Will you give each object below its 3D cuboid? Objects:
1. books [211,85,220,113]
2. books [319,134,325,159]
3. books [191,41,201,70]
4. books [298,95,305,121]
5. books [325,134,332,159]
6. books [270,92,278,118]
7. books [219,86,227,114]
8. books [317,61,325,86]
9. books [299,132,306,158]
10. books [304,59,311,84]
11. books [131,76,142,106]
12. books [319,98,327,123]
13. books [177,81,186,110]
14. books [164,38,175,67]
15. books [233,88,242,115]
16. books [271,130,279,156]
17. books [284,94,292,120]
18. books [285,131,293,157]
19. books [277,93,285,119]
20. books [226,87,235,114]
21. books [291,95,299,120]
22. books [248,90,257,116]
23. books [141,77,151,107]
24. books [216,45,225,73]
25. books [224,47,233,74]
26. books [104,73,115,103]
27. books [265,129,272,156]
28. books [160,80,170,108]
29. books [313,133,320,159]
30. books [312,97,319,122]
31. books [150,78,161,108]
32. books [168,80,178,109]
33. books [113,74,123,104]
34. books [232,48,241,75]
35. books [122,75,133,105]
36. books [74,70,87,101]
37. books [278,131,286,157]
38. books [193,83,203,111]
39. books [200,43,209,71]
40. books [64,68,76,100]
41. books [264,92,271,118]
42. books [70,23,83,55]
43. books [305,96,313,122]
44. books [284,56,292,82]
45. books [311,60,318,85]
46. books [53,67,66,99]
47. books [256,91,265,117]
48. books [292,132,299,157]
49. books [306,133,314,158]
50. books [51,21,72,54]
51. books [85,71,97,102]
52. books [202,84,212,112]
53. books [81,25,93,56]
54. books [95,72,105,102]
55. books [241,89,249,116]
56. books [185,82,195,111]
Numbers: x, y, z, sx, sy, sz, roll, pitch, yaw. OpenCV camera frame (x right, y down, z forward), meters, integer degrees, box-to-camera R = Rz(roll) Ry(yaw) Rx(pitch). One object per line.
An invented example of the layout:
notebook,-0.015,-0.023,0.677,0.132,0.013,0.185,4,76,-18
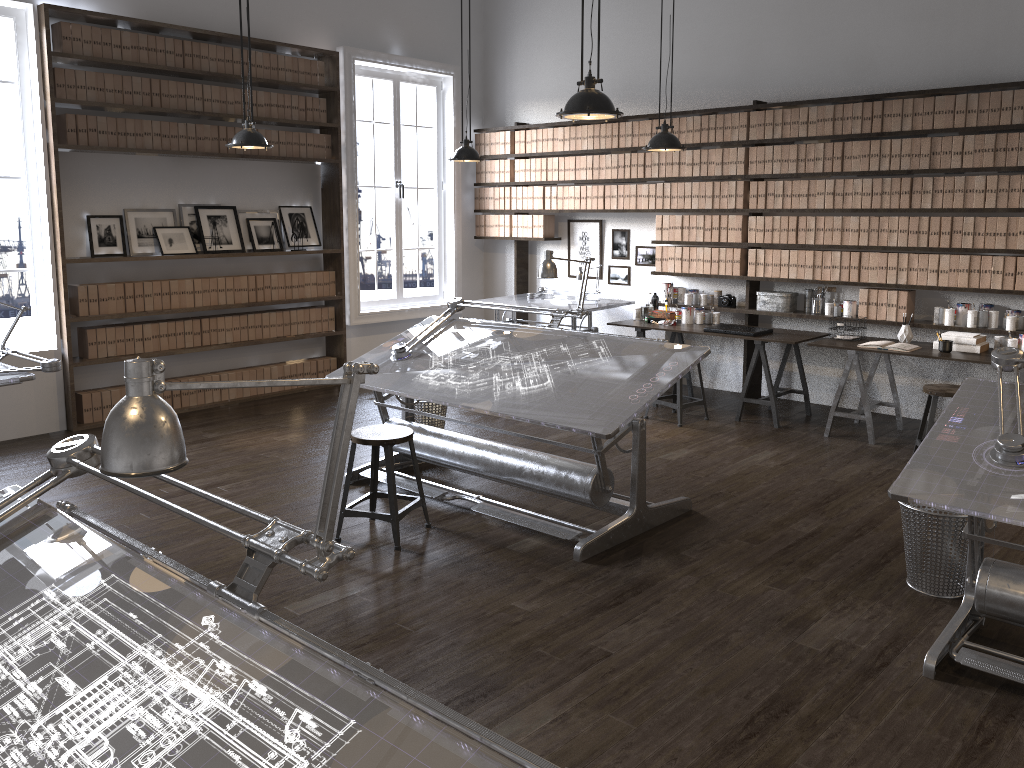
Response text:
books,-2.445,-2.292,7.173,0.175,0.224,0.067,8,12,42
books,-1.760,-2.130,7.966,0.175,0.224,0.067,8,12,42
books,-2.545,-2.586,7.025,0.175,0.224,0.067,8,12,42
books,-1.895,-2.408,7.778,0.175,0.224,0.067,8,12,42
books,-1.714,-2.140,8.018,0.175,0.224,0.067,8,12,42
books,-2.079,-2.368,7.569,0.175,0.224,0.067,8,12,42
books,-2.404,-2.302,7.220,0.175,0.224,0.067,8,12,42
books,-1.747,-2.751,7.888,0.175,0.224,0.067,8,12,42
books,-1.895,-2.101,7.817,0.175,0.224,0.067,8,12,42
books,-1.846,-2.732,7.787,0.175,0.224,0.067,8,12,42
books,-2.874,-2.202,6.702,0.175,0.224,0.067,8,12,42
books,-1.742,-2.440,7.942,0.175,0.224,0.067,8,12,42
books,-2.638,-2.251,6.957,0.175,0.224,0.067,8,12,42
books,-2.689,-2.554,6.860,0.175,0.224,0.067,8,12,42
books,-2.314,-2.321,7.322,0.175,0.224,0.067,8,12,42
books,-2.085,-2.061,7.610,0.175,0.224,0.067,8,12,42
books,-1.990,-2.388,7.674,0.175,0.224,0.067,8,12,42
books,-1.990,-2.082,7.716,0.175,0.224,0.067,8,12,42
books,-2.038,-2.378,7.622,0.175,0.224,0.067,8,12,42
books,-2.355,-2.310,7.266,0.175,0.224,0.067,8,12,42
books,-1.939,-2.398,7.723,0.175,0.224,0.067,8,12,42
books,-2.215,-2.340,7.421,0.175,0.224,0.067,8,12,42
books,-2.830,-2.213,6.758,0.175,0.224,0.067,8,12,42
books,-2.406,-2.615,7.177,0.175,0.224,0.067,8,12,42
books,-2.357,-2.625,7.227,0.175,0.224,0.067,8,12,42
books,-3.014,-2.173,6.548,0.175,0.224,0.067,8,12,42
books,-2.128,-2.053,7.565,0.175,0.224,0.067,8,12,42
books,-2.730,-2.234,6.867,0.175,0.224,0.067,8,12,42
books,-1.799,-2.120,7.917,0.175,0.224,0.067,8,12,42
books,-1.795,-2.429,7.888,0.175,0.224,0.067,8,12,42
books,-2.775,-2.223,6.809,0.175,0.224,0.067,8,12,42
books,-2.684,-2.243,6.913,0.175,0.224,0.067,8,12,42
books,-2.973,-2.183,6.601,0.175,0.224,0.067,8,12,42
books,-2.306,-2.635,7.281,0.175,0.224,0.067,8,12,42
books,-2.925,-2.193,6.653,0.175,0.224,0.067,8,12,42
books,-3.150,-2.145,6.400,0.175,0.224,0.067,8,12,42
books,-2.035,-2.071,7.662,0.175,0.224,0.067,8,12,42
books,-2.544,-2.272,7.065,0.175,0.224,0.067,8,12,42
books,-2.496,-2.594,7.068,0.175,0.224,0.067,8,12,42
books,-3.200,-2.135,6.351,0.175,0.224,0.067,8,12,42
books,-2.127,-2.360,7.523,0.175,0.224,0.067,8,12,42
books,-3.154,-2.456,6.350,0.175,0.224,0.067,8,12,42
books,-1.841,-2.418,7.830,0.175,0.224,0.067,8,12,42
books,-1.976,-2.704,7.640,0.175,0.224,0.067,8,12,42
books,-1.798,-2.742,7.839,0.175,0.224,0.067,8,12,42
books,-3.249,-2.126,6.301,0.175,0.224,0.067,8,12,42
books,-2.168,-2.350,7.475,0.175,0.224,0.067,8,12,42
books,-1.945,-2.092,7.768,0.175,0.224,0.067,8,12,42
books,-1.844,-2.111,7.868,0.175,0.224,0.067,8,12,42
books,-3.202,-2.446,6.297,0.175,0.224,0.067,8,12,42
books,-3.103,-2.155,6.455,0.175,0.224,0.067,8,12,42
books,-2.492,-2.282,7.119,0.175,0.224,0.067,8,12,42
books,-3.108,-2.467,6.405,0.175,0.224,0.067,8,12,42
books,-3.062,-2.164,6.502,0.175,0.224,0.067,8,12,42
books,-2.265,-2.331,7.372,0.175,0.224,0.067,8,12,42
books,-2.590,-2.261,7.010,0.175,0.224,0.067,8,12,42
